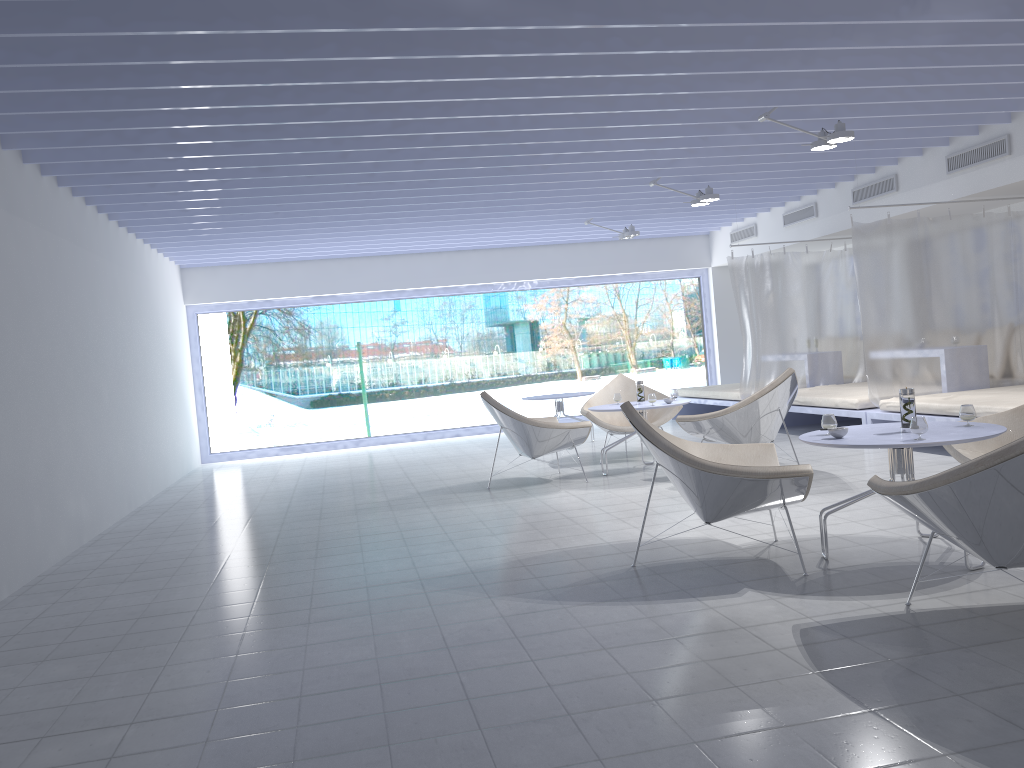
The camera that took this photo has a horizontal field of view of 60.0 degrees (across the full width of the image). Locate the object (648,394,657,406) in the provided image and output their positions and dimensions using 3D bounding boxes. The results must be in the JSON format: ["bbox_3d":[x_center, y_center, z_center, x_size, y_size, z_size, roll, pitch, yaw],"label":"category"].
[{"bbox_3d":[1.080,0.122,6.830,0.068,0.091,0.068,-4,2,17],"label":"object"}]

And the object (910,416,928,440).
[{"bbox_3d":[1.624,0.176,3.538,0.068,0.091,0.068,-6,2,-21],"label":"object"}]

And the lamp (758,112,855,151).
[{"bbox_3d":[1.935,-1.699,5.907,0.587,0.218,0.380,-5,2,-11],"label":"lamp"}]

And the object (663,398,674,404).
[{"bbox_3d":[1.220,0.131,6.900,0.082,0.043,0.082,-7,2,-43],"label":"object"}]

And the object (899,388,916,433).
[{"bbox_3d":[1.707,0.113,3.822,0.075,0.185,0.075,-3,2,42],"label":"object"}]

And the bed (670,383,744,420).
[{"bbox_3d":[3.256,0.179,10.724,2.022,0.422,2.200,-5,2,-11],"label":"bed"}]

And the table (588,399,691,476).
[{"bbox_3d":[1.046,0.429,7.135,0.825,0.534,0.823,-6,2,-20],"label":"table"}]

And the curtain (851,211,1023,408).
[{"bbox_3d":[3.799,-0.645,7.436,1.998,1.559,0.125,-5,2,-13],"label":"curtain"}]

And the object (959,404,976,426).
[{"bbox_3d":[1.975,0.136,3.843,0.068,0.091,0.068,-6,2,-21],"label":"object"}]

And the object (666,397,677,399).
[{"bbox_3d":[1.237,0.111,6.874,0.098,0.016,0.012,-3,3,45],"label":"object"}]

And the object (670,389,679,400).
[{"bbox_3d":[1.325,0.087,7.236,0.068,0.091,0.068,-6,2,-19],"label":"object"}]

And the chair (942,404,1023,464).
[{"bbox_3d":[2.594,0.271,4.187,0.753,0.759,0.906,-5,2,-7],"label":"chair"}]

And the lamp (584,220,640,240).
[{"bbox_3d":[1.118,-1.756,10.026,0.587,0.218,0.380,-5,2,-11],"label":"lamp"}]

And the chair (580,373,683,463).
[{"bbox_3d":[1.070,0.282,8.143,0.906,0.759,0.753,-5,2,-1],"label":"chair"}]

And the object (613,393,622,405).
[{"bbox_3d":[0.877,0.123,7.363,0.068,0.091,0.068,-5,2,11],"label":"object"}]

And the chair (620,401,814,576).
[{"bbox_3d":[0.888,0.427,4.020,0.753,0.759,0.906,-5,2,6],"label":"chair"}]

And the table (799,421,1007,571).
[{"bbox_3d":[1.696,0.475,3.847,0.825,0.534,0.823,-6,2,-34],"label":"table"}]

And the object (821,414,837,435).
[{"bbox_3d":[1.419,0.181,3.968,0.068,0.091,0.068,-6,2,-21],"label":"object"}]

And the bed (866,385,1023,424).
[{"bbox_3d":[4.114,0.238,6.392,2.022,0.422,2.200,-5,2,-11],"label":"bed"}]

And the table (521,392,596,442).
[{"bbox_3d":[0.534,0.391,9.810,0.825,0.534,0.823,-4,2,36],"label":"table"}]

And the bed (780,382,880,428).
[{"bbox_3d":[3.670,0.207,8.553,2.016,0.427,2.200,-5,2,-11],"label":"bed"}]

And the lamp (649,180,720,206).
[{"bbox_3d":[1.528,-1.727,7.956,0.587,0.218,0.380,-5,2,-11],"label":"lamp"}]

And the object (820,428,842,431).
[{"bbox_3d":[1.370,0.194,3.812,0.098,0.016,0.012,-5,2,-12],"label":"object"}]

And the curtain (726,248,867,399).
[{"bbox_3d":[3.327,-0.692,9.603,2.050,1.552,0.151,-5,2,-11],"label":"curtain"}]

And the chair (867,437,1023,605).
[{"bbox_3d":[1.690,0.394,2.806,0.906,0.759,0.753,-5,2,4],"label":"chair"}]

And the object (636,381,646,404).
[{"bbox_3d":[1.035,0.067,7.152,0.075,0.189,0.075,-6,2,-19],"label":"object"}]

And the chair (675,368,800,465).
[{"bbox_3d":[1.768,0.272,6.494,0.906,0.759,0.753,-7,2,-41],"label":"chair"}]

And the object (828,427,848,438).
[{"bbox_3d":[1.404,0.211,3.814,0.082,0.043,0.082,-5,2,-10],"label":"object"}]

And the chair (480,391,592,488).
[{"bbox_3d":[0.134,0.400,6.999,0.753,0.759,0.906,-6,2,-16],"label":"chair"}]
